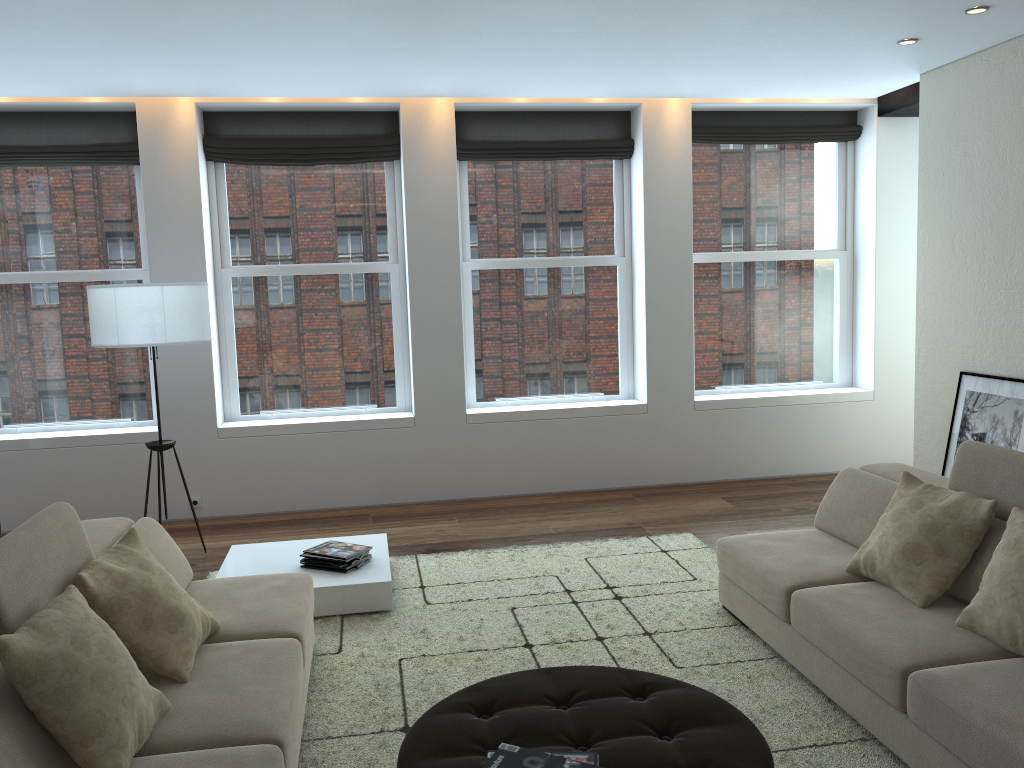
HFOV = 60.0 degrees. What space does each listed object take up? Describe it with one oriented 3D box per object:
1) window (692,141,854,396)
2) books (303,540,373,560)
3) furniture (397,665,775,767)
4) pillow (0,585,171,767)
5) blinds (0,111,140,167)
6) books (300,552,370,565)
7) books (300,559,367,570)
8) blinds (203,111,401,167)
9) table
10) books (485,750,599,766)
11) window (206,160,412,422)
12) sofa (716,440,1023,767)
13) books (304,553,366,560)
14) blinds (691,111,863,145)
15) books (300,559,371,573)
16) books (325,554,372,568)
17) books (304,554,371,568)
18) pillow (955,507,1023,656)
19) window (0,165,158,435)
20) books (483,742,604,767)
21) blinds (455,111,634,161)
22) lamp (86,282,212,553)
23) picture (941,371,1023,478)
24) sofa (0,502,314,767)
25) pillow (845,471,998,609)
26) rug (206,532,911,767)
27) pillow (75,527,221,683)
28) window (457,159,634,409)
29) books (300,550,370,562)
[{"bbox_3d":[2.143,-1.052,7.459,1.563,2.400,0.123,-3,6,-9],"label":"window"},{"bbox_3d":[-0.939,0.894,4.782,0.300,0.010,0.220,2,7,30],"label":"books"},{"bbox_3d":[0.204,1.171,2.530,1.057,0.355,1.057,-3,6,-7],"label":"furniture"},{"bbox_3d":[-1.174,0.814,2.459,0.301,0.439,0.534,-3,6,-6],"label":"pillow"},{"bbox_3d":[-3.378,-1.768,6.365,1.431,0.395,0.183,-3,6,-9],"label":"blinds"},{"bbox_3d":[-0.949,0.925,4.763,0.300,0.010,0.220,0,7,16],"label":"books"},{"bbox_3d":[-0.948,0.945,4.765,0.300,0.010,0.220,1,7,25],"label":"books"},{"bbox_3d":[-1.569,-1.857,6.679,1.439,0.424,0.156,-3,6,-9],"label":"blinds"},{"bbox_3d":[-1.121,1.052,4.840,0.900,0.170,0.900,-3,6,-9],"label":"table"},{"bbox_3d":[0.074,1.022,2.296,0.300,0.031,0.219,-1,6,6],"label":"books"},{"bbox_3d":[-1.547,-0.862,6.851,1.442,2.400,0.123,-3,6,-9],"label":"window"},{"bbox_3d":[1.706,0.766,3.203,1.021,0.950,2.581,-3,6,-9],"label":"sofa"},{"bbox_3d":[-0.938,0.913,4.784,0.300,0.010,0.220,-1,6,6],"label":"books"},{"bbox_3d":[2.119,-2.108,7.281,1.563,0.275,0.156,-3,6,-9],"label":"blinds"},{"bbox_3d":[-0.948,0.964,4.767,0.300,0.010,0.220,1,7,25],"label":"books"},{"bbox_3d":[-0.938,0.933,4.787,0.300,0.010,0.220,3,8,40],"label":"books"},{"bbox_3d":[-0.937,0.952,4.789,0.300,0.010,0.220,-1,6,11],"label":"books"},{"bbox_3d":[1.757,0.663,2.942,0.301,0.439,0.534,-3,6,-13],"label":"pillow"},{"bbox_3d":[-3.357,-0.769,6.553,1.432,2.400,0.123,-3,6,-9],"label":"window"},{"bbox_3d":[0.063,1.017,2.272,0.301,0.040,0.220,1,7,25],"label":"books"},{"bbox_3d":[0.245,-1.958,6.978,1.442,0.393,0.156,-3,6,-9],"label":"blinds"},{"bbox_3d":[-2.224,0.239,5.588,0.698,1.728,0.698,0,6,14],"label":"lamp"},{"bbox_3d":[2.945,0.446,5.531,0.195,0.988,0.700,-3,6,-9],"label":"picture"},{"bbox_3d":[-1.198,0.916,2.725,1.021,0.950,2.581,-3,6,-9],"label":"sofa"},{"bbox_3d":[1.641,0.610,3.554,0.368,0.416,0.519,-3,6,-14],"label":"pillow"},{"bbox_3d":[0.040,1.267,3.411,2.972,0.020,4.231,-3,6,-9],"label":"rug"},{"bbox_3d":[-1.265,0.760,3.075,0.368,0.416,0.519,-2,6,-5],"label":"pillow"},{"bbox_3d":[0.268,-0.956,7.150,1.443,2.400,0.123,-3,6,-9],"label":"window"},{"bbox_3d":[-0.950,0.906,4.761,0.300,0.010,0.220,1,7,25],"label":"books"}]
